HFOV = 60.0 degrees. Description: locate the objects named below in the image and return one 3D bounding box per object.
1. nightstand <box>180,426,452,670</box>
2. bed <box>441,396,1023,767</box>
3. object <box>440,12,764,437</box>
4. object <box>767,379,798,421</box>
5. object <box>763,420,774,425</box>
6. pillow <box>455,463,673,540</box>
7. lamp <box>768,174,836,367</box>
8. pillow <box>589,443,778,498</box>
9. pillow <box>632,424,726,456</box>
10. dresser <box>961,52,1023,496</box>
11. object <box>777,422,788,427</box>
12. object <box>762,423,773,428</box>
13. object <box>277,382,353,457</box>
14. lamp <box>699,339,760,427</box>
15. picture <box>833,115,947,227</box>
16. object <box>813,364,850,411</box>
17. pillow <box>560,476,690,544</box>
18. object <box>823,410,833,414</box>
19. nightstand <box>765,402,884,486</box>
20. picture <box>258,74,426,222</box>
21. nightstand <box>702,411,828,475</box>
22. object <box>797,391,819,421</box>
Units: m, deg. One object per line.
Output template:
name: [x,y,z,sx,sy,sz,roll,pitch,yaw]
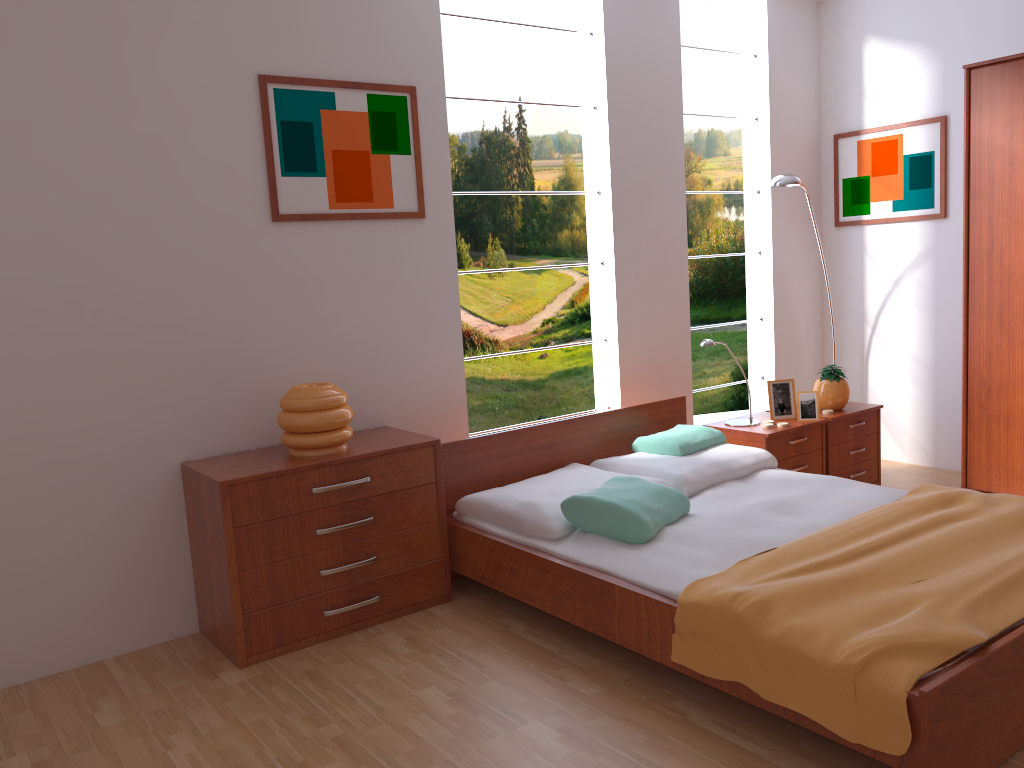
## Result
nightstand: [-0.683,0.547,3.199,0.815,0.626,0.428,-9,10,-36]
bed: [0.911,0.487,3.112,1.632,0.560,1.990,-9,10,-36]
object: [0.582,-0.787,4.396,2.205,1.815,0.033,-9,10,-36]
object: [1.273,0.076,4.178,0.131,0.191,0.037,-4,8,-6]
object: [1.188,0.181,4.106,0.049,0.018,0.049,3,10,40]
pillow: [0.198,0.447,3.389,0.682,0.157,0.574,-11,10,-42]
lamp: [1.642,-0.293,4.725,0.387,1.603,0.799,0,9,27]
pillow: [0.733,0.358,3.802,0.630,0.182,0.574,-9,10,-37]
pillow: [0.730,0.257,3.882,0.322,0.116,0.276,-10,10,-39]
dresser: [2.865,-0.392,3.434,0.487,2.004,2.017,-9,10,-36]
object: [1.231,0.188,4.035,0.049,0.018,0.049,3,10,40]
object: [1.164,0.192,4.036,0.049,0.018,0.049,3,10,40]
object: [-0.697,0.122,3.148,0.264,0.244,0.264,-6,8,-19]
lamp: [1.011,-0.010,4.068,0.163,0.421,0.337,3,10,41]
picture: [2.041,-1.136,4.815,0.030,0.517,0.645,-9,10,-36]
object: [1.572,0.018,4.366,0.170,0.223,0.169,2,9,33]
pillow: [0.403,0.432,3.105,0.334,0.164,0.425,1,9,30]
object: [1.525,0.136,4.280,0.049,0.018,0.049,3,10,40]
nightstand: [1.573,0.337,4.463,0.439,0.442,0.377,-9,10,-36]
picture: [-0.632,-0.886,3.381,0.645,0.517,0.030,-9,10,-36]
nightstand: [1.200,0.397,4.192,0.439,0.442,0.377,-9,10,-36]
object: [1.377,0.103,4.125,0.094,0.137,0.027,-2,8,9]
